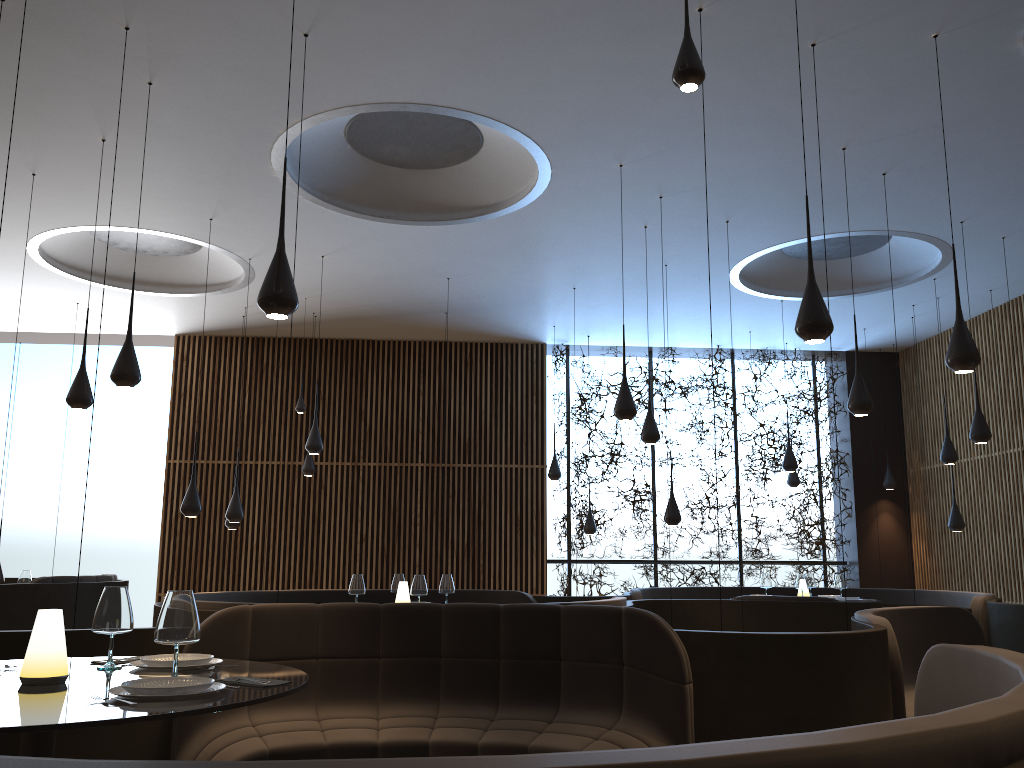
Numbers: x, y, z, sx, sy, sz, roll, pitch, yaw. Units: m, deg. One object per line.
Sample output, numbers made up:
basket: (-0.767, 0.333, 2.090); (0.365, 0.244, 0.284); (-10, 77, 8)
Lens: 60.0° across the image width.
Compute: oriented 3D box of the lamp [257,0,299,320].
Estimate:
lamp: (-1.116, -1.411, 4.430); (0.196, 2.214, 0.196); (-8, -13, 40)

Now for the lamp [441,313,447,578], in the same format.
lamp: (-0.917, 2.104, 11.595); (0.196, 6.247, 0.196); (6, -11, -29)

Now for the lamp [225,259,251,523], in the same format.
lamp: (-2.971, 0.037, 9.771); (0.196, 2.948, 0.196); (-8, -13, 40)

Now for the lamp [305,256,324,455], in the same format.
lamp: (-2.124, -0.335, 9.732); (0.196, 2.214, 0.197); (2, -10, -9)

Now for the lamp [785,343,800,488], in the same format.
lamp: (4.236, 0.462, 13.506); (0.196, 2.214, 0.196); (-3, -11, 20)

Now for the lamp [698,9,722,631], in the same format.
lamp: (1.148, 0.762, 4.941); (0.196, 6.247, 0.196); (-6, -12, 30)

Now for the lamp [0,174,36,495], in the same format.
lamp: (-4.261, 1.218, 7.324); (0.196, 6.247, 0.197); (0, -10, 1)

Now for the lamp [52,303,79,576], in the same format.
lamp: (-5.789, 2.006, 11.239); (0.196, 6.247, 0.196); (6, -11, -29)

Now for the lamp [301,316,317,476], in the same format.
lamp: (-2.740, 0.148, 12.145); (0.196, 2.214, 0.196); (-3, -11, 20)

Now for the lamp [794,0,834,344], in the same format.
lamp: (1.592, -1.311, 4.837); (0.196, 2.214, 0.196); (-6, -12, 30)

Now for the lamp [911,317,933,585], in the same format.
lamp: (5.508, 2.156, 11.684); (0.196, 6.247, 0.196); (4, -11, -19)

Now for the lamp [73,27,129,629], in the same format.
lamp: (-2.495, 0.787, 5.161); (0.196, 6.247, 0.196); (-3, -11, 20)

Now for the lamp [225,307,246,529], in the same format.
lamp: (-3.599, 0.423, 11.688); (0.196, 2.948, 0.196); (4, -11, -19)

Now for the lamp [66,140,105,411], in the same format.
lamp: (-3.331, -0.892, 7.024); (0.196, 2.214, 0.197); (0, -10, 1)

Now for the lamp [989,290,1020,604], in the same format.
lamp: (5.934, 1.912, 10.473); (0.196, 6.247, 0.197); (-2, -10, 11)

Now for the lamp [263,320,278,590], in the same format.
lamp: (-3.045, 1.963, 10.960); (0.196, 6.247, 0.196); (-4, -11, 23)

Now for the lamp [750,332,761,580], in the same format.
lamp: (3.486, 2.311, 12.499); (0.196, 6.247, 0.196); (-3, -11, 20)

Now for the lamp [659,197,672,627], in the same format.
lamp: (1.374, 1.332, 7.740); (0.196, 6.247, 0.196); (-6, -12, 30)

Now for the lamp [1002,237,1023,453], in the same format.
lamp: (5.113, 1.550, 8.711); (0.196, 6.247, 0.197); (-2, -10, 11)

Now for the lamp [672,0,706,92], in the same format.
lamp: (0.711, -1.923, 3.672); (0.133, 1.502, 0.133); (2, -10, -9)

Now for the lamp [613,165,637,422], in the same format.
lamp: (0.932, -0.789, 7.440); (0.196, 2.214, 0.196); (-6, -12, 30)

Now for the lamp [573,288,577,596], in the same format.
lamp: (0.760, 1.888, 10.492); (0.196, 6.247, 0.196); (-8, -13, 40)

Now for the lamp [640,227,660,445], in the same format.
lamp: (1.353, -0.504, 8.813); (0.196, 2.214, 0.196); (-6, -12, 30)

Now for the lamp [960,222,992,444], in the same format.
lamp: (4.482, -0.524, 8.651); (0.196, 2.214, 0.196); (4, -11, -19)

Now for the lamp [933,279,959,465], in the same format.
lamp: (5.046, -0.164, 10.404); (0.196, 2.214, 0.196); (4, -11, -19)

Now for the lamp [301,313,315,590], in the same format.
lamp: (-2.738, 2.102, 11.633); (0.196, 6.247, 0.197); (0, -10, 4)

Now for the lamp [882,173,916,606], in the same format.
lamp: (3.245, 1.237, 7.225); (0.196, 6.247, 0.197); (-2, -10, 11)

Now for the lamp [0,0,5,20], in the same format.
lamp: (-3.133, 0.726, 4.875); (0.196, 6.247, 0.196); (4, -11, -19)

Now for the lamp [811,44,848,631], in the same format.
lamp: (1.971, 0.840, 5.304); (0.196, 6.247, 0.196); (-6, -12, 30)

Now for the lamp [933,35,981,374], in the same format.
lamp: (2.738, -1.163, 5.551); (0.196, 2.214, 0.196); (-6, -12, 30)

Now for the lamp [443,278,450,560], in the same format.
lamp: (-0.782, 1.807, 10.132); (0.196, 6.247, 0.196); (-8, -13, 40)

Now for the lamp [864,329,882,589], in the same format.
lamp: (5.090, 2.278, 12.295); (0.196, 6.247, 0.196); (-3, -11, 20)

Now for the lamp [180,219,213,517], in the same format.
lamp: (-3.022, -0.198, 8.618); (0.196, 2.948, 0.196); (8, -13, -38)

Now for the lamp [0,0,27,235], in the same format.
lamp: (-2.723, 0.641, 4.447); (0.196, 6.247, 0.196); (4, -11, -19)

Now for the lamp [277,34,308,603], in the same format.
lamp: (-1.357, 0.807, 5.226); (0.196, 6.247, 0.196); (-6, -12, 30)

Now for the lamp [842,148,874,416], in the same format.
lamp: (2.728, -0.846, 7.110); (0.196, 2.214, 0.196); (-6, -12, 30)

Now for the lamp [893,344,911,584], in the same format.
lamp: (5.898, 2.465, 13.195); (0.196, 6.247, 0.196); (-3, -11, 20)

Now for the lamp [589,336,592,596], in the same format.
lamp: (1.140, 2.361, 12.809); (0.196, 6.247, 0.196); (-3, -11, 20)

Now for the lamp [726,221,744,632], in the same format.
lamp: (2.136, 1.454, 8.319); (0.196, 6.247, 0.196); (-6, -12, 30)

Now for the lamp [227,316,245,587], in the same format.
lamp: (-3.759, 2.132, 11.809); (0.196, 6.247, 0.197); (0, -10, 4)

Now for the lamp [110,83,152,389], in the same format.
lamp: (-2.604, -1.065, 6.171); (0.196, 2.214, 0.197); (2, -10, -9)

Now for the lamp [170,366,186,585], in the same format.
lamp: (-4.613, 2.831, 11.944); (0.196, 6.247, 0.196); (6, -11, -29)

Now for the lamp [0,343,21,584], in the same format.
lamp: (-6.066, 0.944, 10.666); (0.196, 2.948, 0.196); (-8, -13, 40)

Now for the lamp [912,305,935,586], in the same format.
lamp: (5.268, 2.041, 11.124); (0.196, 6.247, 0.197); (-2, -10, 11)
